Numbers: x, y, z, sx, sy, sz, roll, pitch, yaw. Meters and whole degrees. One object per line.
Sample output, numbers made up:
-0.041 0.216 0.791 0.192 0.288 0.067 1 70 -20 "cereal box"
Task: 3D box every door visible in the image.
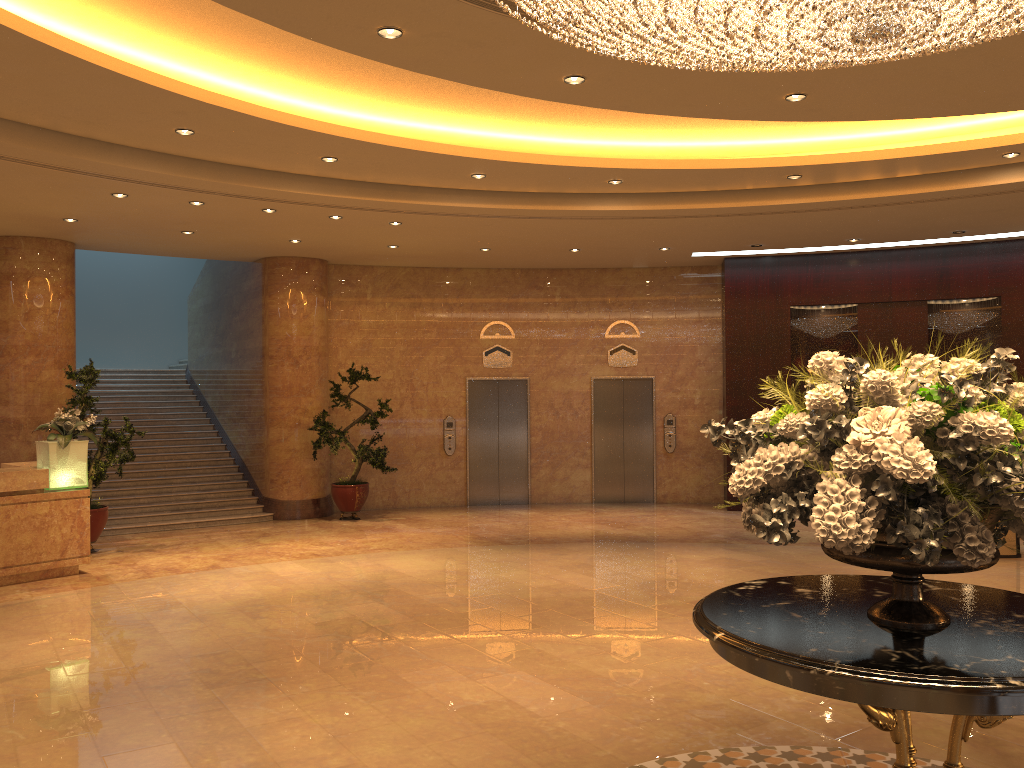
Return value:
-0.236 0.961 14.937 1.070 2.145 0.150 0 0 -7 "door"
1.887 0.944 15.030 1.070 2.149 0.150 -1 0 3 "door"

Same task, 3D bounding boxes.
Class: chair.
5.351 1.494 10.372 0.769 0.916 0.951 -1 0 2 "chair"

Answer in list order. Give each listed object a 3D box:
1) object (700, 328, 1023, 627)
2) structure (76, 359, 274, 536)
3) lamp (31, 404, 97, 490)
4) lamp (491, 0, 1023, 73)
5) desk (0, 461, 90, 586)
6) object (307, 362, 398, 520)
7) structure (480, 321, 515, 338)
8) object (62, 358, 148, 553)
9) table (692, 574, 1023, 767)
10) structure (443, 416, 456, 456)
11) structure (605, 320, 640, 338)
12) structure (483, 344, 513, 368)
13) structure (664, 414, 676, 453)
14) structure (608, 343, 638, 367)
1.403 0.350 3.231 1.318 0.999 1.277 -1 0 -2 "object"
-6.558 -0.686 15.516 9.849 5.560 7.472 0 0 -33 "structure"
-4.806 0.663 9.603 0.532 0.897 0.606 -1 0 36 "lamp"
1.365 -1.895 3.325 3.204 1.196 3.206 -1 0 4 "lamp"
-6.452 1.442 3.946 3.466 1.155 12.951 -1 0 2 "desk"
-2.396 0.861 13.303 1.250 2.363 0.843 0 0 -11 "object"
-0.245 -0.912 14.907 0.600 0.293 0.010 0 0 -8 "structure"
-5.203 0.872 10.990 1.250 2.363 0.843 -1 0 38 "object"
1.428 1.393 3.257 1.493 1.089 1.493 0 0 -39 "table"
-1.036 0.861 14.739 0.200 0.661 0.053 0 0 -11 "structure"
1.868 -0.932 14.991 0.600 0.293 0.010 -1 0 3 "structure"
-0.241 -0.466 14.906 0.504 0.405 0.012 0 0 -8 "structure"
2.653 0.828 14.894 0.200 0.661 0.053 -1 0 7 "structure"
1.873 -0.485 14.989 0.504 0.405 0.012 -1 0 3 "structure"
